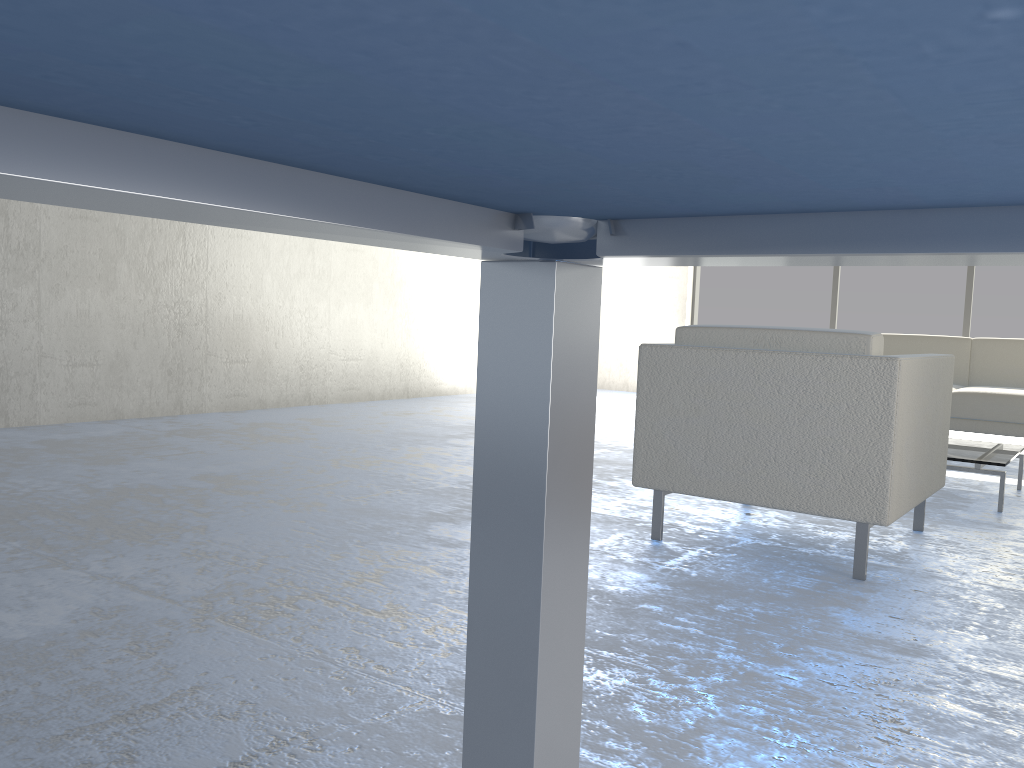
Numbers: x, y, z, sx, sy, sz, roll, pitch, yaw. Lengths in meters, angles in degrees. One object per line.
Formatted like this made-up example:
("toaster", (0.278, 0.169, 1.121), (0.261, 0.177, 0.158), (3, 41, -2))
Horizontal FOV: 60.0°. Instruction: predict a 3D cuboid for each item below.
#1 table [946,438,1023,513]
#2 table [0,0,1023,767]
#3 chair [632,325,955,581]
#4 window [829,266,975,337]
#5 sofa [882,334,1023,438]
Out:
("table", (1.728, 0.349, 3.824), (0.773, 0.190, 0.730), (5, 5, 35))
("table", (0.522, 0.234, 0.033), (2.095, 0.835, 1.180), (5, 5, 35))
("chair", (0.912, 0.152, 2.822), (0.748, 0.662, 0.821), (5, 5, 35))
("window", (4.405, -0.876, 6.375), (4.080, 2.477, 0.037), (5, 5, 35))
("sofa", (2.337, 0.036, 5.227), (1.881, 0.658, 0.821), (5, 5, 35))
